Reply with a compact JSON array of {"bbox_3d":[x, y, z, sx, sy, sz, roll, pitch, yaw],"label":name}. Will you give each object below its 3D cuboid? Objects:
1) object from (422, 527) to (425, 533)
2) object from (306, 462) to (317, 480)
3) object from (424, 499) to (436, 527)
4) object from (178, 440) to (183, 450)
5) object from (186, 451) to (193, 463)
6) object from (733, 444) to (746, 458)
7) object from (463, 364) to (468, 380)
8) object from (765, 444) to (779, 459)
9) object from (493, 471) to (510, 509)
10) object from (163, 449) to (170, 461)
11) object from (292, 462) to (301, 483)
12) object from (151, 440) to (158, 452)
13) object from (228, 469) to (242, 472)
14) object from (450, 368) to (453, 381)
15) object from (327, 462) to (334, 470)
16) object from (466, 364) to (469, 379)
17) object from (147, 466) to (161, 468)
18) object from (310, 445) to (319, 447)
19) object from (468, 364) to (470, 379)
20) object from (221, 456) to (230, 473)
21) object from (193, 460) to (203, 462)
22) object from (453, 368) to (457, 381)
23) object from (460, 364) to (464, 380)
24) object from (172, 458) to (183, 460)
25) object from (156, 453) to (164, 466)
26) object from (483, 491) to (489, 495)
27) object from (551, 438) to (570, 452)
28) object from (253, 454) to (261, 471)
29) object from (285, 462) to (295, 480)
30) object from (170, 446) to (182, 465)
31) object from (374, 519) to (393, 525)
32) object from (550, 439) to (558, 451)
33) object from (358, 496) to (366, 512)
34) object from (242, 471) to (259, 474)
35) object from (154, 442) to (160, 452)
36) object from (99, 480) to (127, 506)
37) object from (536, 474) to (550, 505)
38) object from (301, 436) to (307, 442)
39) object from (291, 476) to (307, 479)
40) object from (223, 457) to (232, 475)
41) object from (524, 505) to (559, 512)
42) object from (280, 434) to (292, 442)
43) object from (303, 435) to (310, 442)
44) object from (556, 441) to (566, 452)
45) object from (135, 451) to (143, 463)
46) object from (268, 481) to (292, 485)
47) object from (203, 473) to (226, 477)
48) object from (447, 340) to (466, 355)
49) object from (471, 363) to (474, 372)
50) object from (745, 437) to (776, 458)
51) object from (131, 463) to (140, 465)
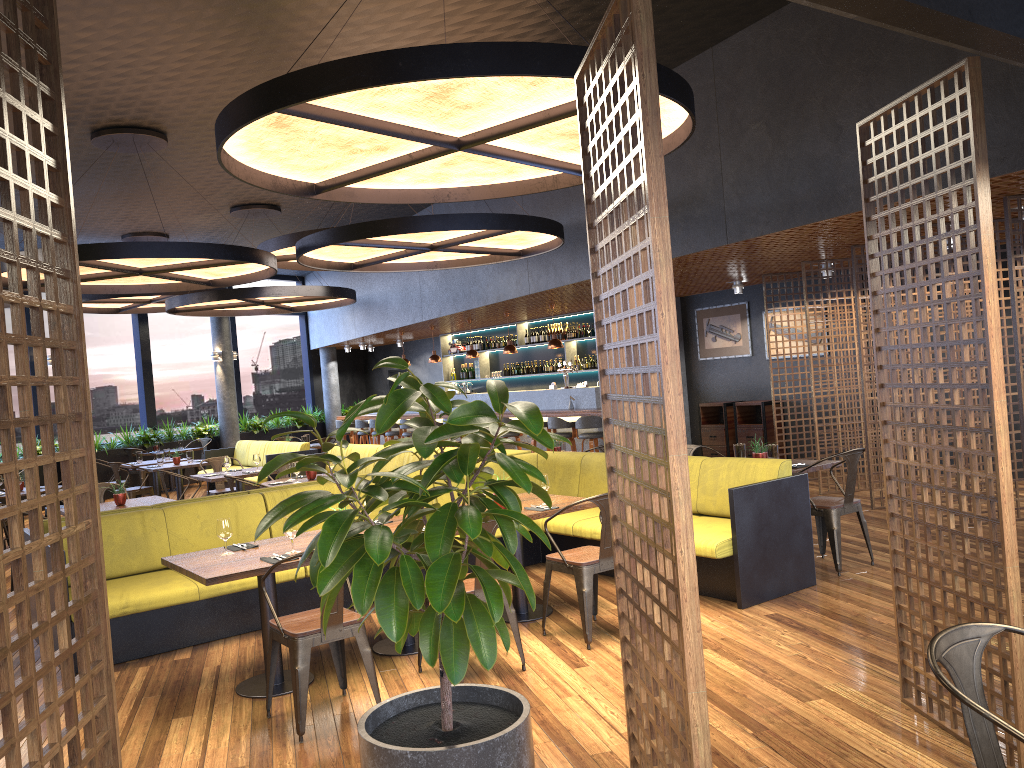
[{"bbox_3d":[-0.553,0.890,5.413,0.157,0.019,0.255,-5,1,-35],"label":"object"},{"bbox_3d":[-2.075,0.850,9.171,0.238,0.271,0.260,-5,1,-14],"label":"object"},{"bbox_3d":[-0.519,0.792,5.581,0.097,0.206,0.097,-5,1,10],"label":"object"},{"bbox_3d":[-6.396,1.175,17.120,0.102,0.178,0.102,-5,1,-44],"label":"object"},{"bbox_3d":[-4.759,1.079,13.109,0.102,0.178,0.102,-4,1,20],"label":"object"},{"bbox_3d":[1.892,0.589,7.350,0.102,0.178,0.102,-5,1,-30],"label":"object"},{"bbox_3d":[-1.005,-0.264,19.149,0.094,0.340,0.094,-5,1,-22],"label":"object"},{"bbox_3d":[2.086,0.576,7.094,0.102,0.178,0.102,-5,1,-20],"label":"object"},{"bbox_3d":[-0.074,0.715,6.054,0.238,0.271,0.260,-5,1,-14],"label":"object"},{"bbox_3d":[-5.508,1.130,14.160,0.102,0.178,0.102,-4,1,30],"label":"object"},{"bbox_3d":[-2.178,0.896,8.969,0.097,0.206,0.097,-5,1,3],"label":"object"},{"bbox_3d":[-6.911,1.170,17.171,0.260,0.271,0.238,-5,1,-34],"label":"object"},{"bbox_3d":[-3.461,1.075,11.044,0.157,0.019,0.255,-5,1,-35],"label":"object"},{"bbox_3d":[-1.333,-0.211,19.729,0.079,0.281,0.079,-5,1,-17],"label":"object"},{"bbox_3d":[-1.904,0.870,9.353,0.097,0.206,0.097,-5,1,6],"label":"object"},{"bbox_3d":[-0.976,-0.268,19.262,0.094,0.340,0.094,-5,1,-29],"label":"object"},{"bbox_3d":[-5.211,1.198,12.884,0.157,0.019,0.255,-5,1,-36],"label":"object"},{"bbox_3d":[-3.306,1.026,14.625,0.255,0.019,0.157,-5,1,-36],"label":"object"},{"bbox_3d":[-0.905,-0.273,19.188,0.094,0.340,0.094,-5,1,-13],"label":"object"},{"bbox_3d":[-3.510,0.987,10.874,0.097,0.206,0.097,-5,1,-44],"label":"object"},{"bbox_3d":[-4.654,1.149,13.243,0.157,0.019,0.255,-5,1,-36],"label":"object"},{"bbox_3d":[-1.278,-0.215,19.657,0.079,0.281,0.079,-5,1,-32],"label":"object"},{"bbox_3d":[-1.073,-0.260,19.221,0.094,0.340,0.094,-5,1,-13],"label":"object"},{"bbox_3d":[-5.403,1.200,14.295,0.157,0.019,0.255,-5,1,-36],"label":"object"},{"bbox_3d":[-5.178,1.113,13.053,0.102,0.178,0.102,-5,1,-30],"label":"object"},{"bbox_3d":[-0.199,0.760,6.227,0.097,0.206,0.097,-5,1,10],"label":"object"},{"bbox_3d":[0.455,0.641,9.432,0.260,0.271,0.238,-5,1,-34],"label":"object"},{"bbox_3d":[-3.093,0.954,10.757,0.097,0.206,0.097,-5,1,-44],"label":"object"},{"bbox_3d":[-2.329,0.905,9.322,0.097,0.206,0.097,-5,1,-11],"label":"object"},{"bbox_3d":[-4.931,1.047,13.055,0.238,0.271,0.260,-5,1,3],"label":"object"},{"bbox_3d":[-0.887,0.913,5.869,0.157,0.019,0.255,-5,1,-35],"label":"object"},{"bbox_3d":[0.459,0.685,9.669,0.102,0.178,0.102,-4,1,40],"label":"object"},{"bbox_3d":[-0.936,0.825,5.699,0.097,0.206,0.097,-5,1,10],"label":"object"},{"bbox_3d":[-3.127,1.052,10.589,0.157,0.019,0.255,-5,1,-35],"label":"object"},{"bbox_3d":[-6.757,1.206,16.900,0.102,0.178,0.102,-4,1,36],"label":"object"},{"bbox_3d":[-3.645,0.987,8.219,0.260,0.271,0.238,-5,1,0],"label":"object"},{"bbox_3d":[0.218,0.727,6.109,0.097,0.206,0.097,-5,1,10],"label":"object"},{"bbox_3d":[-3.446,0.956,14.723,0.102,0.178,0.102,-4,1,40],"label":"object"},{"bbox_3d":[-2.261,0.992,9.487,0.157,0.019,0.255,-5,1,-29],"label":"object"},{"bbox_3d":[-3.387,0.979,10.555,0.097,0.206,0.097,-5,1,-35],"label":"object"},{"bbox_3d":[0.184,0.825,5.941,0.157,0.019,0.255,-5,1,-35],"label":"object"},{"bbox_3d":[-3.723,0.932,14.740,0.238,0.271,0.260,-5,1,-30],"label":"object"},{"bbox_3d":[-3.502,0.957,15.144,0.102,0.178,0.102,-5,1,0],"label":"object"},{"bbox_3d":[0.516,0.683,9.298,0.102,0.178,0.102,-4,1,40],"label":"object"},{"bbox_3d":[-5.927,1.165,14.104,0.102,0.178,0.102,-4,1,30],"label":"object"},{"bbox_3d":[-2.337,1.002,9.018,0.255,0.019,0.157,-5,1,-33],"label":"object"},{"bbox_3d":[-3.548,1.086,10.598,0.255,0.019,0.157,-5,1,-35],"label":"object"},{"bbox_3d":[-1.209,-0.819,19.464,0.229,0.319,0.579,-5,1,-36],"label":"object"},{"bbox_3d":[-0.847,-0.277,19.109,0.094,0.340,0.094,-5,1,-26],"label":"object"},{"bbox_3d":[2.007,0.534,7.253,0.260,0.271,0.238,-5,1,-34],"label":"object"},{"bbox_3d":[-5.960,1.249,13.935,0.157,0.019,0.255,-5,1,-36],"label":"object"}]
